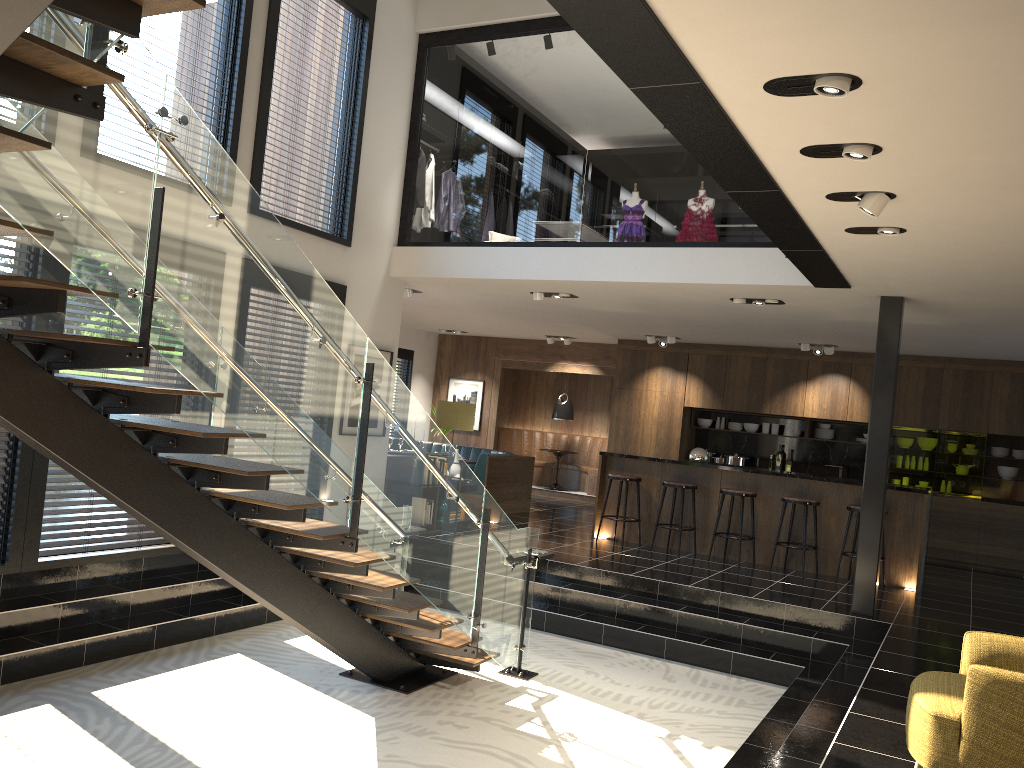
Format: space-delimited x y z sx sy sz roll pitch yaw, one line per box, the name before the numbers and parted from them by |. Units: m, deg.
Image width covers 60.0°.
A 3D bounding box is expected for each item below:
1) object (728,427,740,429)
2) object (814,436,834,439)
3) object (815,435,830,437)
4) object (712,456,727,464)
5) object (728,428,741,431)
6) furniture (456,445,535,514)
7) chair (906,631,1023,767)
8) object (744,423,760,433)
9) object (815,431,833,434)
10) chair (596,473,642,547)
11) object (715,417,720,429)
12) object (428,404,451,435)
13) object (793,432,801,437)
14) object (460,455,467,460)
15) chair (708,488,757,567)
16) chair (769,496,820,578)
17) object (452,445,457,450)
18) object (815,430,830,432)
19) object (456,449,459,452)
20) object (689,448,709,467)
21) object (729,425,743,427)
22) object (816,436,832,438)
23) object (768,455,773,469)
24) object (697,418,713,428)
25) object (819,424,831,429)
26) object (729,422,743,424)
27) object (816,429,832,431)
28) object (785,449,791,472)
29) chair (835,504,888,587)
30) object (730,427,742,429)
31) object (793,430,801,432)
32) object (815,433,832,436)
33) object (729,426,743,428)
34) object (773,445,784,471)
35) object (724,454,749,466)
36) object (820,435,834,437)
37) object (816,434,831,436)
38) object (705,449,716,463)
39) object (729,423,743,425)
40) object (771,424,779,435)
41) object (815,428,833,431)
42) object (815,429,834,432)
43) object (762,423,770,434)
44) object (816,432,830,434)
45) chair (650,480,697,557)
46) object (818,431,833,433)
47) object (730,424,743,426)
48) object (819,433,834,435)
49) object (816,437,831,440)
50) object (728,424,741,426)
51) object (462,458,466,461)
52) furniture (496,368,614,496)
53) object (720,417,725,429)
object | 3.395 0.686 13.478 0.220 0.033 0.220 5 -2 24
object | 4.557 0.791 12.953 0.269 0.024 0.269 7 -2 -24
object | 4.559 0.772 12.953 0.269 0.024 0.269 7 -2 -24
object | 3.138 1.156 13.347 0.210 0.143 0.195 6 -2 -14
object | 3.393 0.699 13.478 0.220 0.033 0.220 5 -2 24
furniture | -1.169 1.272 12.704 2.608 0.822 1.366 5 -2 28
chair | 2.058 1.169 3.328 1.030 1.097 0.808 5 -1 27
object | 3.608 0.667 13.377 0.234 0.138 0.234 7 -2 -43
object | 4.565 0.717 12.954 0.269 0.024 0.269 7 -2 -24
chair | 1.274 1.460 10.310 0.412 0.799 0.413 5 -1 37
object | 3.163 0.598 13.614 0.060 0.185 0.060 6 -1 -31
object | -1.104 1.078 15.550 0.818 1.382 0.955 6 -1 -15
object | 4.195 0.744 13.065 0.122 0.072 0.122 7 -2 -37
object | -0.818 1.027 12.550 0.324 0.051 0.269 5 -2 31
chair | 2.437 1.559 9.695 0.412 0.799 0.413 5 -1 37
chair | 3.019 1.608 9.388 0.412 0.799 0.413 5 -1 37
object | -0.819 0.950 12.389 0.098 0.191 0.098 5 -1 26
object | 4.566 0.700 12.954 0.269 0.024 0.269 7 -2 -24
object | -0.705 0.969 10.497 0.319 0.398 0.316 6 -1 4
object | 2.149 0.845 10.190 0.227 0.228 0.227 6 -1 -12
object | 3.398 0.651 13.478 0.220 0.033 0.220 5 -2 24
object | 4.558 0.783 12.953 0.269 0.024 0.269 7 -2 -24
object | 3.875 1.203 13.290 0.057 0.287 0.058 5 -1 41
object | 2.979 0.612 13.710 0.234 0.138 0.234 5 -2 31
object | 4.570 0.630 12.956 0.168 0.087 0.168 7 -2 -43
object | 3.403 0.606 13.479 0.220 0.033 0.220 5 -2 24
object | 4.568 0.682 12.955 0.269 0.024 0.269 7 -2 -24
object | 4.114 1.169 13.181 0.077 0.395 0.077 6 -1 -20
chair | 3.601 1.658 9.080 0.412 0.799 0.413 5 -1 37
object | 3.396 0.675 13.478 0.220 0.033 0.220 5 -2 24
object | 4.198 0.719 13.066 0.122 0.072 0.122 7 -2 -37
object | 4.562 0.744 12.953 0.269 0.024 0.269 7 -2 -24
object | 3.397 0.664 13.478 0.220 0.033 0.220 5 -2 24
object | 3.974 1.129 13.249 0.133 0.451 0.116 5 -1 28
object | 3.314 1.138 13.125 0.301 0.218 0.278 7 -2 -29
object | 4.560 0.764 12.953 0.269 0.024 0.269 7 -2 -24
object | 4.561 0.755 12.953 0.269 0.024 0.269 7 -2 -24
object | 2.958 1.106 13.547 0.255 0.218 0.236 6 -1 -14
object | 3.402 0.618 13.479 0.220 0.033 0.220 5 -2 24
object | 3.915 0.674 13.191 0.109 0.161 0.109 5 -2 40
object | 4.569 0.673 12.955 0.269 0.024 0.269 7 -2 -24
object | 4.567 0.690 12.954 0.269 0.024 0.269 7 -2 -24
object | 3.796 0.664 13.253 0.109 0.161 0.109 6 -1 10
object | 4.563 0.728 12.954 0.269 0.024 0.269 7 -2 -24
chair | 1.856 1.510 10.002 0.412 0.799 0.413 5 -1 37
object | 4.565 0.709 12.954 0.269 0.024 0.269 7 -2 -24
object | 3.400 0.631 13.479 0.220 0.033 0.220 5 -2 24
object | 4.563 0.737 12.954 0.269 0.024 0.269 7 -2 -24
object | 4.556 0.799 12.953 0.269 0.024 0.269 7 -2 -24
object | 3.399 0.641 13.479 0.220 0.033 0.220 5 -2 24
object | -0.748 1.021 12.129 0.269 0.051 0.325 5 -2 31
furniture | 1.079 0.707 15.816 2.637 2.334 1.175 5 -1 27
object | 3.230 0.603 13.579 0.060 0.185 0.060 6 -1 -4
